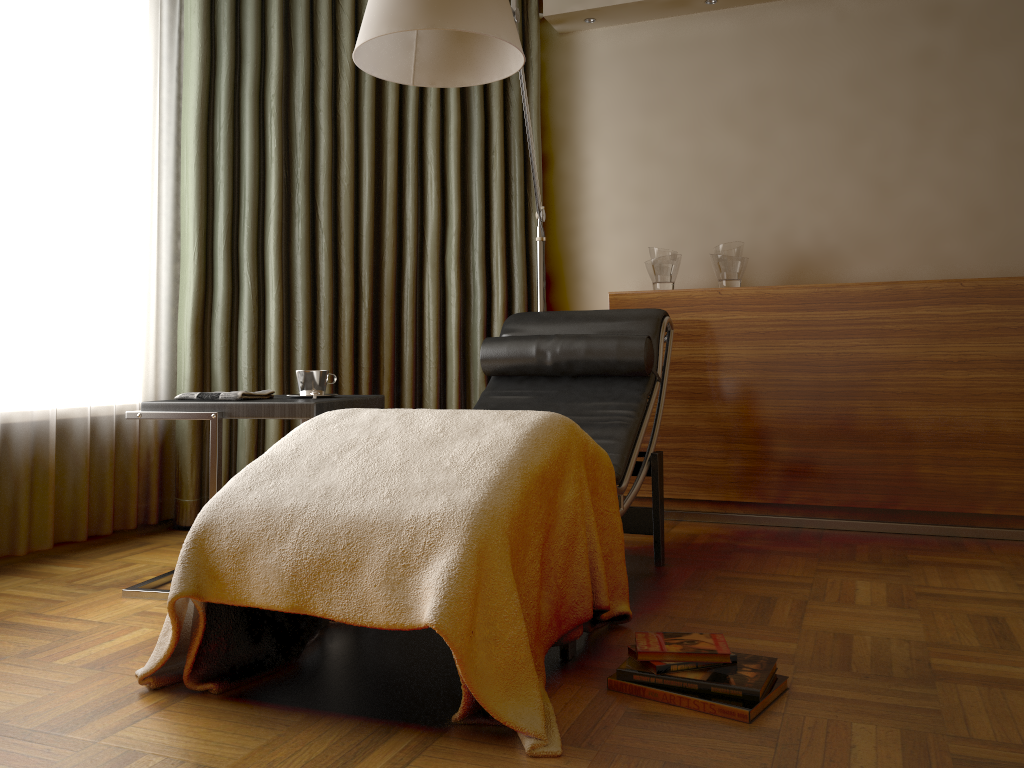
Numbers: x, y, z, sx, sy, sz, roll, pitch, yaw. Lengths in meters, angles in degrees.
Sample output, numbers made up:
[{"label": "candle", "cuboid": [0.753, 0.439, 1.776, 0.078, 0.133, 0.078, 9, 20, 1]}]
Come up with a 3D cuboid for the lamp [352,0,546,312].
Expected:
[{"label": "lamp", "cuboid": [0.019, -0.391, 2.729, 0.451, 1.976, 1.411, -2, -2, 25]}]

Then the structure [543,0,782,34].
[{"label": "structure", "cuboid": [1.201, -1.717, 3.696, 2.177, 0.131, 0.273, 0, 1, 22]}]

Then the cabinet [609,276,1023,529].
[{"label": "cabinet", "cuboid": [1.247, 0.057, 3.424, 1.673, 0.866, 0.414, 0, -2, 22]}]

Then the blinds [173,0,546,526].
[{"label": "blinds", "cuboid": [-0.570, -0.714, 3.677, 1.532, 2.465, 0.223, 1, -4, -23]}]

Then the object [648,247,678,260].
[{"label": "object", "cuboid": [0.625, -0.493, 3.656, 0.122, 0.150, 0.122, -1, -2, 4]}]

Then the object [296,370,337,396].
[{"label": "object", "cuboid": [-0.585, -0.001, 2.606, 0.098, 0.079, 0.110, -1, 0, 23]}]

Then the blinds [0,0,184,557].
[{"label": "blinds", "cuboid": [-1.686, -0.611, 2.411, 0.092, 2.301, 2.190, -2, -2, 22]}]

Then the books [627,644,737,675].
[{"label": "books", "cuboid": [0.327, 0.525, 1.711, 0.173, 0.018, 0.123, -1, 1, -19]}]

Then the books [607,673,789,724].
[{"label": "books", "cuboid": [0.352, 0.565, 1.670, 0.280, 0.022, 0.200, 1, 2, 36]}]

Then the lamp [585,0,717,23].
[{"label": "lamp", "cuboid": [0.869, -1.663, 3.813, 1.156, 0.028, 0.050, 0, 0, 22]}]

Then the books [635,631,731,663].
[{"label": "books", "cuboid": [0.327, 0.507, 1.705, 0.173, 0.018, 0.123, 0, 1, 6]}]

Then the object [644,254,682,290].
[{"label": "object", "cuboid": [0.626, -0.454, 3.654, 0.156, 0.155, 0.155, 0, -1, -22]}]

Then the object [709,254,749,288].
[{"label": "object", "cuboid": [0.875, -0.454, 3.555, 0.155, 0.155, 0.155, -1, -1, 12]}]

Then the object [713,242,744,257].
[{"label": "object", "cuboid": [0.875, -0.492, 3.558, 0.122, 0.150, 0.122, 0, -2, 1]}]

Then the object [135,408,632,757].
[{"label": "object", "cuboid": [-0.215, 0.323, 1.910, 0.916, 0.522, 0.907, 0, 0, 22]}]

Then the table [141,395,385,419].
[{"label": "table", "cuboid": [-0.707, 0.064, 2.596, 0.517, 0.045, 0.498, 0, 1, 13]}]

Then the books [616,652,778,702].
[{"label": "books", "cuboid": [0.356, 0.544, 1.687, 0.264, 0.020, 0.189, 0, 2, 26]}]

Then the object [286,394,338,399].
[{"label": "object", "cuboid": [-0.587, 0.036, 2.598, 0.150, 0.009, 0.150, 0, 2, 27]}]

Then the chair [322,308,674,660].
[{"label": "chair", "cuboid": [-0.007, 0.159, 2.404, 0.635, 0.800, 1.785, -1, 0, 22]}]

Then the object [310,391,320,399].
[{"label": "object", "cuboid": [-0.560, 0.031, 2.501, 0.029, 0.019, 0.123, 0, 1, -9]}]

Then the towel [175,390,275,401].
[{"label": "towel", "cuboid": [-0.815, 0.035, 2.535, 0.240, 0.035, 0.178, 0, 1, 25]}]
